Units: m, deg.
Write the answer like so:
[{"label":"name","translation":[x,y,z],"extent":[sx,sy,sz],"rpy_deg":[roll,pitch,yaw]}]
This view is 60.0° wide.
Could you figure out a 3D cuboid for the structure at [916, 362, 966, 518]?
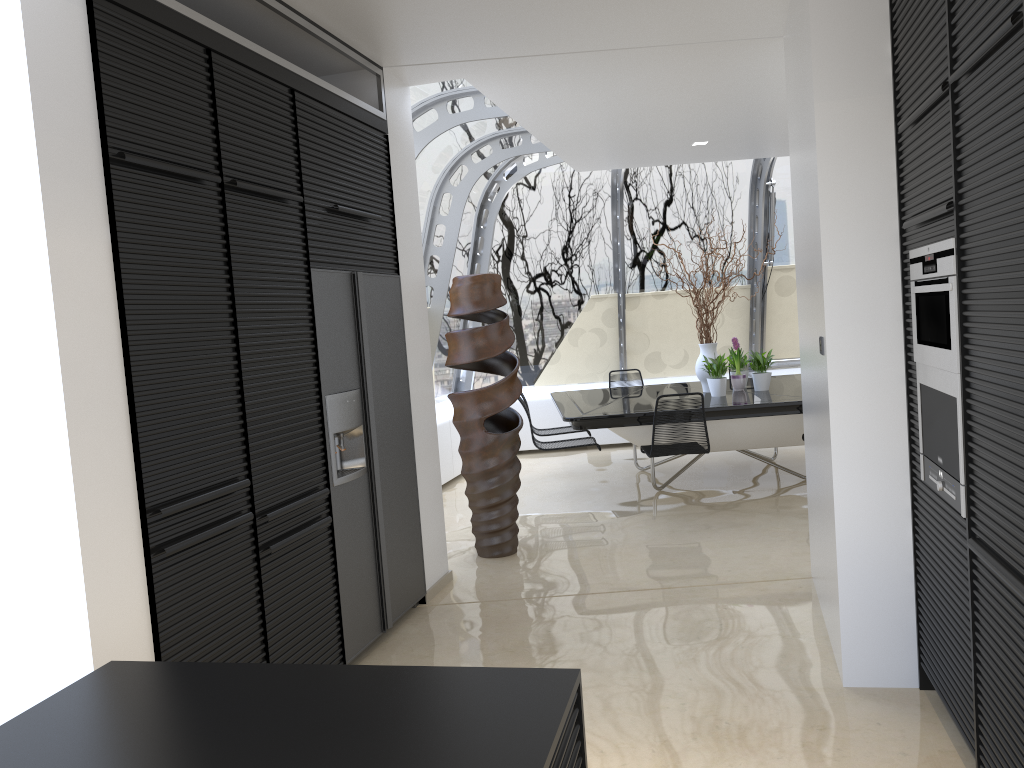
[{"label":"structure","translation":[1.373,0.155,2.849],"extent":[0.023,0.420,0.592],"rpy_deg":[-3,4,14]}]

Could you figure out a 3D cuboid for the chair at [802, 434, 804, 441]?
[{"label":"chair","translation":[2.489,0.207,6.645],"extent":[0.446,0.519,0.688],"rpy_deg":[-4,4,0]}]

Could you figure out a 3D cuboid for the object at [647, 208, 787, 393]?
[{"label":"object","translation":[1.798,-0.696,7.672],"extent":[1.135,1.549,1.031],"rpy_deg":[-5,4,-8]}]

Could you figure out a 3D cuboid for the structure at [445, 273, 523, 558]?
[{"label":"structure","translation":[-0.167,0.212,5.795],"extent":[0.493,1.843,0.498],"rpy_deg":[-3,4,11]}]

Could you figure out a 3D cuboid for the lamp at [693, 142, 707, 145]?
[{"label":"lamp","translation":[6.426,-2.073,2.716],"extent":[9.928,0.004,9.775],"rpy_deg":[-4,4,1]}]

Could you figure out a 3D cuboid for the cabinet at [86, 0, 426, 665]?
[{"label":"cabinet","translation":[-1.218,0.064,3.821],"extent":[0.831,2.558,2.252],"rpy_deg":[-3,4,15]}]

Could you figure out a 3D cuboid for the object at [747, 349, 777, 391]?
[{"label":"object","translation":[2.156,-0.128,7.676],"extent":[0.284,0.369,0.215],"rpy_deg":[-2,5,34]}]

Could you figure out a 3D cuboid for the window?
[{"label":"window","translation":[4.612,-0.487,3.062],"extent":[16.171,3.674,16.693],"rpy_deg":[-4,4,6]}]

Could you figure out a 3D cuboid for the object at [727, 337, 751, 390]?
[{"label":"object","translation":[2.020,-0.192,8.014],"extent":[0.238,0.476,0.417],"rpy_deg":[-2,5,28]}]

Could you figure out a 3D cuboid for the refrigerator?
[{"label":"refrigerator","translation":[-0.761,0.335,4.349],"extent":[0.234,1.742,1.006],"rpy_deg":[-3,4,14]}]

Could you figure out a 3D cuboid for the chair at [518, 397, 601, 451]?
[{"label":"chair","translation":[0.375,0.306,7.484],"extent":[0.688,0.519,0.446],"rpy_deg":[-4,4,0]}]

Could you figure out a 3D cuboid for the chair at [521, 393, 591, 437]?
[{"label":"chair","translation":[0.375,0.242,8.407],"extent":[0.688,0.519,0.446],"rpy_deg":[-4,4,0]}]

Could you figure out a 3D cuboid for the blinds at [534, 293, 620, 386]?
[{"label":"blinds","translation":[0.371,0.062,10.520],"extent":[1.829,2.118,0.663],"rpy_deg":[-4,4,0]}]

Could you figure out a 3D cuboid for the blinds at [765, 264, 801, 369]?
[{"label":"blinds","translation":[3.578,-0.788,10.267],"extent":[1.376,1.214,0.387],"rpy_deg":[-4,4,0]}]

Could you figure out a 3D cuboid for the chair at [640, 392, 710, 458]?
[{"label":"chair","translation":[1.216,0.301,6.652],"extent":[0.446,0.519,0.688],"rpy_deg":[-4,4,0]}]

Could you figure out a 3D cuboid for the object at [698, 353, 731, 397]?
[{"label":"object","translation":[1.725,-0.082,7.472],"extent":[0.284,0.369,0.215],"rpy_deg":[-1,5,39]}]

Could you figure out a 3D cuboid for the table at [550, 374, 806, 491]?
[{"label":"table","translation":[1.927,0.437,7.929],"extent":[3.031,0.759,2.494],"rpy_deg":[-4,4,0]}]

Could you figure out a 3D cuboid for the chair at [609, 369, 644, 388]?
[{"label":"chair","translation":[1.218,0.127,9.162],"extent":[0.446,0.519,0.688],"rpy_deg":[-4,4,0]}]

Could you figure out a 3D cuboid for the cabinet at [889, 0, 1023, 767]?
[{"label":"cabinet","translation":[1.262,-0.086,0.693],"extent":[0.831,2.901,5.157],"rpy_deg":[-3,4,13]}]

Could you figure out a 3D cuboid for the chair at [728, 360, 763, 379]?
[{"label":"chair","translation":[2.491,0.032,9.155],"extent":[0.446,0.519,0.688],"rpy_deg":[-4,4,0]}]

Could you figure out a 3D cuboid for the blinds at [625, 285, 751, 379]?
[{"label":"blinds","translation":[2.047,-0.582,10.311],"extent":[1.430,1.027,0.329],"rpy_deg":[-4,4,0]}]

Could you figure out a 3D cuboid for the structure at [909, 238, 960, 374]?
[{"label":"structure","translation":[1.340,-0.248,2.822],"extent":[0.061,0.388,0.592],"rpy_deg":[-3,4,14]}]
